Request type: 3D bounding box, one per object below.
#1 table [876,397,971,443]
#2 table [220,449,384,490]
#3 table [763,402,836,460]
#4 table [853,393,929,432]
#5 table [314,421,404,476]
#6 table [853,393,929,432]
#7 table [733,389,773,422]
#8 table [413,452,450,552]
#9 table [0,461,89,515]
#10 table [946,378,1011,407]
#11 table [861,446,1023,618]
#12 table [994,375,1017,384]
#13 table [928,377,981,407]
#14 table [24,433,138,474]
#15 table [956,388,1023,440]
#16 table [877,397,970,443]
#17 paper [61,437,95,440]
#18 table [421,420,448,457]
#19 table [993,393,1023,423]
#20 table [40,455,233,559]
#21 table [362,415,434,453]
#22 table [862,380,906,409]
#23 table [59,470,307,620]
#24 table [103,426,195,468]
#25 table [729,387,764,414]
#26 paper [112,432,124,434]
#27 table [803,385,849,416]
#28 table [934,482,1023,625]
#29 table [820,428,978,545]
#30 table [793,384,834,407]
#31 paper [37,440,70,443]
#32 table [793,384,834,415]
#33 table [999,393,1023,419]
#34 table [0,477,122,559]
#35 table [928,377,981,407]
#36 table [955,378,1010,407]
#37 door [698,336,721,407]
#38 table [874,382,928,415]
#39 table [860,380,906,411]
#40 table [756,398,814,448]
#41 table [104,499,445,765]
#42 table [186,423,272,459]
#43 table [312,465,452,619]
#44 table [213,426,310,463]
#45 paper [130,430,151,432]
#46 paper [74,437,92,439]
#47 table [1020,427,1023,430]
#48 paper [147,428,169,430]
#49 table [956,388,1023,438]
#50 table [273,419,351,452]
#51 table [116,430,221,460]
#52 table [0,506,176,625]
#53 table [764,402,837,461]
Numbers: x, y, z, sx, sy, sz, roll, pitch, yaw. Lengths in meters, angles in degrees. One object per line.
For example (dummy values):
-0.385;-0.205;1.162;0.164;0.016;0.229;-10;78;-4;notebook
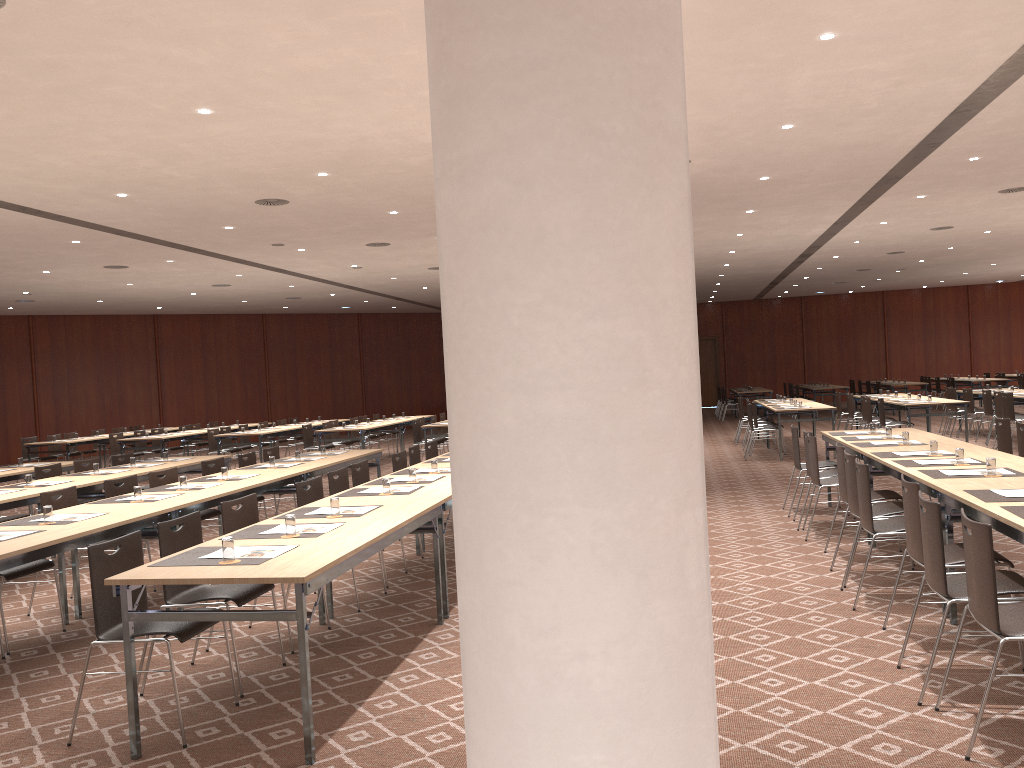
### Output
6.981;0.698;15.160;0.953;0.833;2.266;-3;1;11;table
-2.221;1.253;9.812;0.953;0.833;2.266;-3;1;11;table
5.020;0.802;15.538;0.953;0.833;2.266;-3;1;11;table
7.408;0.653;17.388;0.953;0.833;2.266;-3;1;11;table
-2.868;1.219;17.060;0.953;0.833;2.266;-3;1;11;table
7.408;0.653;17.388;0.953;0.833;2.266;-3;1;11;table
6.939;0.601;25.566;0.953;0.833;2.266;-3;1;11;table
-0.260;1.149;9.433;0.953;0.833;2.266;-3;1;11;table
-6.144;1.460;10.569;0.953;0.833;2.266;-3;1;11;table
12.823;0.289;24.431;0.953;0.833;2.266;-3;1;11;table
3.279;0.984;6.440;0.953;0.833;2.266;-3;1;11;table
15.210;0.141;26.281;0.953;0.833;2.266;-3;1;11;table
13.249;0.245;26.659;0.953;0.833;2.266;-3;1;11;table
-8.752;1.530;18.195;0.953;0.833;2.266;-3;1;11;table
9.369;0.549;17.010;0.953;0.833;2.266;-3;1;11;table
6.981;0.698;15.160;0.953;0.833;2.266;-3;1;11;table
-8.941;1.122;18.202;0.565;0.003;0.460;-3;1;14;paper
-0.907;1.115;16.681;0.953;0.833;2.266;-3;1;11;table
8.942;0.594;14.781;0.953;0.833;2.266;-3;1;11;table
-4.183;1.357;10.190;0.953;0.833;2.266;-3;1;11;table
-2.442;1.174;19.288;0.953;0.833;2.266;-3;1;11;table
11.288;0.349;27.038;0.953;0.833;2.266;-3;1;11;table
-2.648;1.297;7.583;0.953;0.833;2.266;-3;1;11;table
-8.326;1.486;20.423;0.953;0.833;2.266;-3;1;11;table
7.365;0.556;27.794;0.953;0.833;2.266;-3;1;11;table
-8.627;1.090;19.778;0.565;0.003;0.460;-3;1;13;paper
8.900;0.497;25.187;0.953;0.833;2.266;-3;1;11;table
2.852;1.029;4.211;0.953;0.833;2.266;-3;1;11;table
3.705;0.939;8.669;0.953;0.833;2.266;-3;1;11;table
9.326;0.452;27.416;0.953;0.833;2.266;-3;1;11;table
-9.027;1.133;17.592;0.565;0.003;0.460;-3;1;9;paper
9.326;0.452;27.416;0.953;0.833;2.266;-3;1;11;table
8.942;0.594;14.781;0.953;0.833;2.266;-3;1;11;table
-4.609;1.401;7.962;0.953;0.833;2.266;-3;1;11;table
13.249;0.245;26.659;0.953;0.833;2.266;-3;1;11;table
12.823;0.289;24.431;0.953;0.833;2.266;-3;1;11;table
6.724;-0.403;34.016;2.423;2.700;0.200;-3;1;11;door
10.861;0.393;24.809;0.953;0.833;2.266;-3;1;11;table
11.288;0.349;27.038;0.953;0.833;2.266;-3;1;11;table
5.446;0.757;17.767;0.953;0.833;2.266;-3;1;11;table
-1.113;1.238;4.976;0.953;0.833;2.266;-3;1;11;table
-6.365;1.382;20.045;0.953;0.833;2.266;-3;1;11;table
-0.686;1.194;7.205;0.953;0.833;2.266;-3;1;11;table
-4.830;1.323;17.438;0.953;0.833;2.266;-3;1;11;table
-8.483;1.076;20.429;0.565;0.003;0.460;-3;1;11;paper
-8.855;1.113;18.237;0.398;0.006;0.283;-3;1;9;paper
5.667;0.835;8.290;0.953;0.833;2.266;-3;1;11;table
-8.358;1.063;21.053;0.565;0.003;0.460;-3;1;11;paper
9.369;0.549;17.010;0.953;0.833;2.266;-3;1;11;table
-4.403;1.278;19.667;0.953;0.833;2.266;-3;1;11;table
-6.791;1.426;17.816;0.953;0.833;2.266;-3;1;11;table
-3.074;1.342;5.355;0.953;0.833;2.266;-3;1;11;table
5.020;0.802;15.538;0.953;0.833;2.266;-3;1;11;table
